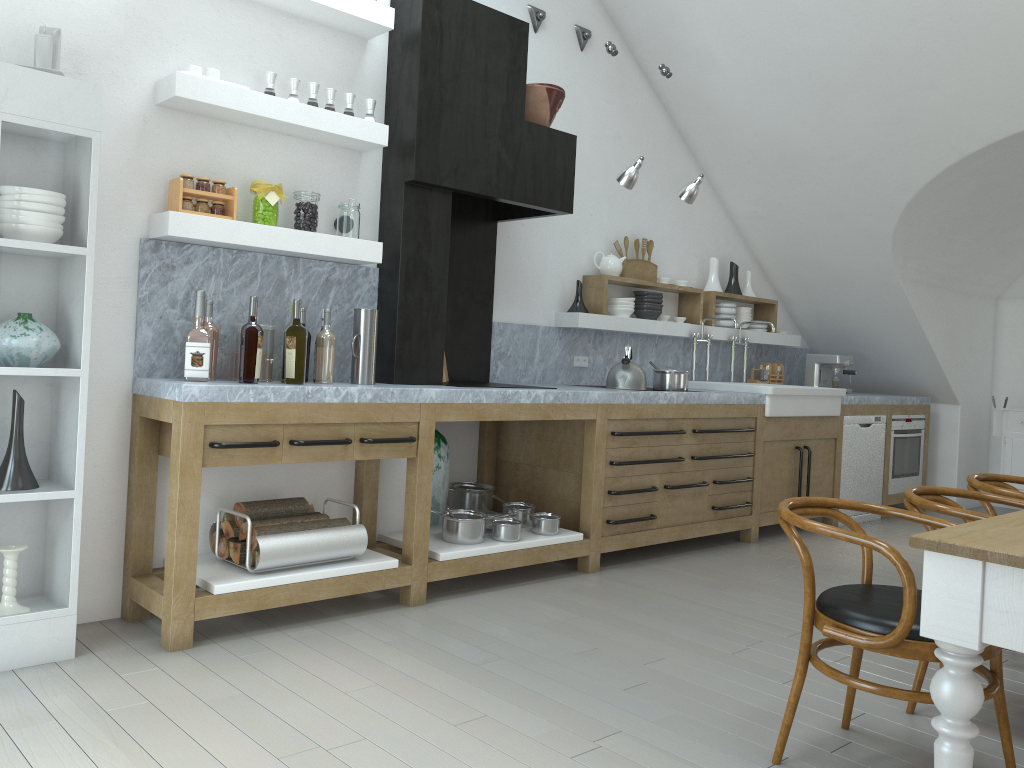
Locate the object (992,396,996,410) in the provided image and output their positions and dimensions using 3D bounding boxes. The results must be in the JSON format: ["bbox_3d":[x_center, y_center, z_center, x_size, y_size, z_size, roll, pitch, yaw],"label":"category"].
[{"bbox_3d":[4.107,0.238,7.513,0.088,0.269,0.029,3,0,21],"label":"object"}]

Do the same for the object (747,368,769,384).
[{"bbox_3d":[1.985,-0.042,7.149,0.173,0.171,0.100,2,1,-41],"label":"object"}]

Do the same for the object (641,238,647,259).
[{"bbox_3d":[0.918,-0.871,6.215,0.057,0.299,0.019,3,0,-43],"label":"object"}]

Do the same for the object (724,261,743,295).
[{"bbox_3d":[1.739,-0.826,6.955,0.156,0.268,0.156,3,1,-38],"label":"object"}]

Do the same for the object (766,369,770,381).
[{"bbox_3d":[2.059,-0.044,7.159,0.044,0.178,0.019,3,0,32],"label":"object"}]

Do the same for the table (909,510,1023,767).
[{"bbox_3d":[2.367,0.765,2.568,3.347,0.799,1.019,1,2,-43],"label":"table"}]

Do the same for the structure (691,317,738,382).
[{"bbox_3d":[1.476,-0.215,6.405,0.333,0.530,0.214,3,0,28],"label":"structure"}]

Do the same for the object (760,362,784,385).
[{"bbox_3d":[2.142,-0.064,7.308,0.200,0.223,0.104,2,1,-42],"label":"object"}]

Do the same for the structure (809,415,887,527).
[{"bbox_3d":[2.472,0.633,6.955,0.723,0.823,0.599,2,1,-43],"label":"structure"}]

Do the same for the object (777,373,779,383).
[{"bbox_3d":[2.197,-0.051,7.318,0.018,0.196,0.020,3,0,-20],"label":"object"}]

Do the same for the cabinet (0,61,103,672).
[{"bbox_3d":[-1.821,-0.058,2.989,0.641,1.990,0.361,3,0,-43],"label":"cabinet"}]

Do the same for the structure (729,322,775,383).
[{"bbox_3d":[1.836,-0.206,6.735,0.333,0.530,0.214,3,0,28],"label":"structure"}]

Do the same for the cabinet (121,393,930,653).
[{"bbox_3d":[0.849,0.604,5.685,6.424,1.022,1.005,1,2,-43],"label":"cabinet"}]

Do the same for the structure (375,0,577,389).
[{"bbox_3d":[-0.288,-0.943,4.724,1.075,1.884,0.781,3,0,-43],"label":"structure"}]

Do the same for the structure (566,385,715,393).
[{"bbox_3d":[0.775,0.048,5.528,0.737,0.041,0.648,1,2,-43],"label":"structure"}]

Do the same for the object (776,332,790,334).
[{"bbox_3d":[2.221,-0.420,7.410,0.213,0.025,0.213,4,2,35],"label":"object"}]

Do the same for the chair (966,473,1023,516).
[{"bbox_3d":[2.126,0.760,3.511,0.527,0.735,0.622,2,1,-39],"label":"chair"}]

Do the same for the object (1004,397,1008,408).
[{"bbox_3d":[4.144,0.241,7.473,0.029,0.269,0.088,3,0,-16],"label":"object"}]

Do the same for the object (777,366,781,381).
[{"bbox_3d":[2.193,-0.054,7.302,0.040,0.192,0.042,3,0,8],"label":"object"}]

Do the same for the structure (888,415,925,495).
[{"bbox_3d":[3.036,0.552,7.463,0.632,0.636,0.631,2,1,-43],"label":"structure"}]

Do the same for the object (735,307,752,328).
[{"bbox_3d":[1.812,-0.521,6.982,0.158,0.160,0.154,3,1,-14],"label":"object"}]

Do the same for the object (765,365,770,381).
[{"bbox_3d":[2.055,-0.056,7.145,0.040,0.192,0.042,3,0,-6],"label":"object"}]

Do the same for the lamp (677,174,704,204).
[{"bbox_3d":[1.077,-1.164,5.318,0.169,0.176,0.112,4,1,40],"label":"lamp"}]

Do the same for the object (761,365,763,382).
[{"bbox_3d":[2.020,-0.055,7.155,0.019,0.196,0.022,3,0,36],"label":"object"}]

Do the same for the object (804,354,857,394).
[{"bbox_3d":[2.696,-0.081,7.384,0.324,0.320,0.387,2,1,-43],"label":"object"}]

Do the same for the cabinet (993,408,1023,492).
[{"bbox_3d":[4.536,0.627,7.171,0.496,0.789,1.135,2,1,-43],"label":"cabinet"}]

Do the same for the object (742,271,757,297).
[{"bbox_3d":[1.897,-0.798,7.113,0.156,0.218,0.156,3,1,29],"label":"object"}]

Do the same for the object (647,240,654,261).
[{"bbox_3d":[0.963,-0.869,6.260,0.067,0.298,0.039,3,0,-43],"label":"object"}]

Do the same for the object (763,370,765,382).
[{"bbox_3d":[2.028,-0.045,7.137,0.019,0.178,0.044,3,0,12],"label":"object"}]

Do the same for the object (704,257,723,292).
[{"bbox_3d":[1.543,-0.831,6.779,0.156,0.268,0.156,3,1,36],"label":"object"}]

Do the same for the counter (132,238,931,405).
[{"bbox_3d":[0.930,-0.215,5.751,6.571,0.619,0.962,1,2,-43],"label":"counter"}]

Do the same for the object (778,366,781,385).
[{"bbox_3d":[2.202,-0.051,7.328,0.022,0.196,0.019,3,0,-42],"label":"object"}]

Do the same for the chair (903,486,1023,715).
[{"bbox_3d":[1.631,0.751,2.974,0.622,0.735,0.527,4,1,44],"label":"chair"}]

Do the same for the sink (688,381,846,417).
[{"bbox_3d":[1.803,0.106,6.338,1.020,0.202,0.728,1,2,-43],"label":"sink"}]

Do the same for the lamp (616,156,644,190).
[{"bbox_3d":[0.648,-1.171,4.930,0.115,0.178,0.164,3,1,-24],"label":"lamp"}]

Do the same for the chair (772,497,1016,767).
[{"bbox_3d":[1.057,0.735,2.529,0.527,0.735,0.622,2,1,-43],"label":"chair"}]

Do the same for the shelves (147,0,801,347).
[{"bbox_3d":[0.446,-1.038,5.571,0.480,1.361,5.546,3,1,42],"label":"shelves"}]

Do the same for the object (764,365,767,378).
[{"bbox_3d":[2.042,-0.054,7.159,0.023,0.196,0.018,3,0,42],"label":"object"}]

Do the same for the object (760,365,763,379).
[{"bbox_3d":[2.022,-0.059,7.181,0.040,0.192,0.042,3,0,-5],"label":"object"}]

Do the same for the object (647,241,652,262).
[{"bbox_3d":[0.978,-0.869,6.298,0.057,0.294,0.030,3,0,-43],"label":"object"}]

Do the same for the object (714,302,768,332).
[{"bbox_3d":[1.795,-0.520,6.999,0.656,0.196,0.198,1,2,-43],"label":"object"}]
